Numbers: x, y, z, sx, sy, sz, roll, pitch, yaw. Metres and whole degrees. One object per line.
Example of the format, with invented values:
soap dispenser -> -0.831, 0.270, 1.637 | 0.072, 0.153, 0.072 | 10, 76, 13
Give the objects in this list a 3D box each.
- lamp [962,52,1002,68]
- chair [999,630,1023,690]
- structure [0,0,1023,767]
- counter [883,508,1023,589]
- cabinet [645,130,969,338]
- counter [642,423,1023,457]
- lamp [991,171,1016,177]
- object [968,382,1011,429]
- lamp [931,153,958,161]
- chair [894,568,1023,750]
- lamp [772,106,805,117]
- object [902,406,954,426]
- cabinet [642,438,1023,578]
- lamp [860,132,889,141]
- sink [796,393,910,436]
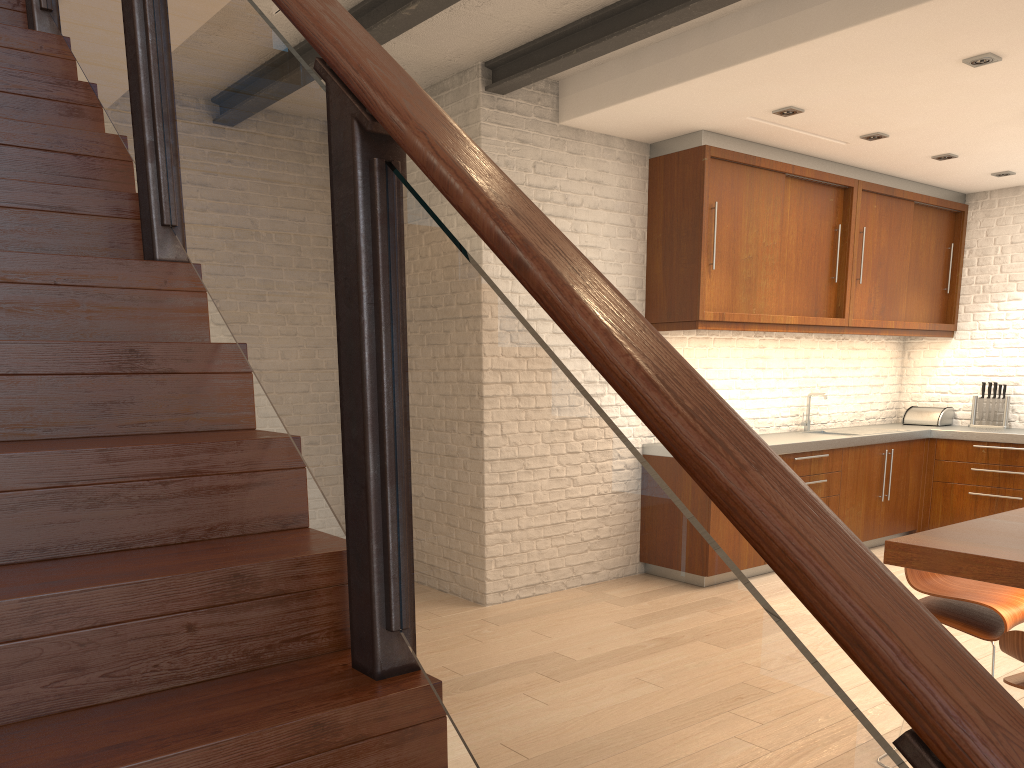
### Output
lamp -> 2.167, -1.511, 4.015 | 0.122, 0.056, 0.122 | -3, 4, -38
chair -> 1.509, 1.018, 2.318 | 0.418, 0.795, 0.398 | -7, 12, -38
structure -> 0.710, -0.674, 1.167 | 13.739, 4.240, 10.027 | -2, 3, -38
counter -> 2.623, 0.925, 2.815 | 2.475, 0.942, 1.664 | -2, 4, -38
cabinet -> 2.327, -0.958, 6.470 | 3.314, 1.195, 0.453 | -2, 9, -37
counter -> 3.284, 0.435, 5.568 | 3.305, 0.071, 3.479 | -1, 1, -38
lamp -> 3.627, -1.568, 6.431 | 0.122, 0.056, 0.122 | -3, 4, -38
object -> 3.948, 0.174, 7.190 | 0.066, 0.384, 0.317 | -9, 11, -38
lamp -> 2.927, -1.554, 5.892 | 0.122, 0.056, 0.122 | -3, 4, -38
chair -> 1.587, 1.002, 3.074 | 0.400, 0.795, 0.415 | -8, 12, -38
lamp -> 1.526, -1.524, 4.813 | 0.122, 0.056, 0.122 | -3, 4, -38
object -> 3.606, 0.277, 7.566 | 0.248, 0.163, 0.340 | -4, 4, -38
cabinet -> 3.398, -0.108, 5.894 | 4.774, 2.907, 2.214 | 1, 8, 16
lamp -> 2.227, -1.539, 5.353 | 0.122, 0.056, 0.122 | -3, 4, -38
sink -> 2.684, 0.283, 6.879 | 0.851, 0.439, 0.510 | -3, 6, -38
